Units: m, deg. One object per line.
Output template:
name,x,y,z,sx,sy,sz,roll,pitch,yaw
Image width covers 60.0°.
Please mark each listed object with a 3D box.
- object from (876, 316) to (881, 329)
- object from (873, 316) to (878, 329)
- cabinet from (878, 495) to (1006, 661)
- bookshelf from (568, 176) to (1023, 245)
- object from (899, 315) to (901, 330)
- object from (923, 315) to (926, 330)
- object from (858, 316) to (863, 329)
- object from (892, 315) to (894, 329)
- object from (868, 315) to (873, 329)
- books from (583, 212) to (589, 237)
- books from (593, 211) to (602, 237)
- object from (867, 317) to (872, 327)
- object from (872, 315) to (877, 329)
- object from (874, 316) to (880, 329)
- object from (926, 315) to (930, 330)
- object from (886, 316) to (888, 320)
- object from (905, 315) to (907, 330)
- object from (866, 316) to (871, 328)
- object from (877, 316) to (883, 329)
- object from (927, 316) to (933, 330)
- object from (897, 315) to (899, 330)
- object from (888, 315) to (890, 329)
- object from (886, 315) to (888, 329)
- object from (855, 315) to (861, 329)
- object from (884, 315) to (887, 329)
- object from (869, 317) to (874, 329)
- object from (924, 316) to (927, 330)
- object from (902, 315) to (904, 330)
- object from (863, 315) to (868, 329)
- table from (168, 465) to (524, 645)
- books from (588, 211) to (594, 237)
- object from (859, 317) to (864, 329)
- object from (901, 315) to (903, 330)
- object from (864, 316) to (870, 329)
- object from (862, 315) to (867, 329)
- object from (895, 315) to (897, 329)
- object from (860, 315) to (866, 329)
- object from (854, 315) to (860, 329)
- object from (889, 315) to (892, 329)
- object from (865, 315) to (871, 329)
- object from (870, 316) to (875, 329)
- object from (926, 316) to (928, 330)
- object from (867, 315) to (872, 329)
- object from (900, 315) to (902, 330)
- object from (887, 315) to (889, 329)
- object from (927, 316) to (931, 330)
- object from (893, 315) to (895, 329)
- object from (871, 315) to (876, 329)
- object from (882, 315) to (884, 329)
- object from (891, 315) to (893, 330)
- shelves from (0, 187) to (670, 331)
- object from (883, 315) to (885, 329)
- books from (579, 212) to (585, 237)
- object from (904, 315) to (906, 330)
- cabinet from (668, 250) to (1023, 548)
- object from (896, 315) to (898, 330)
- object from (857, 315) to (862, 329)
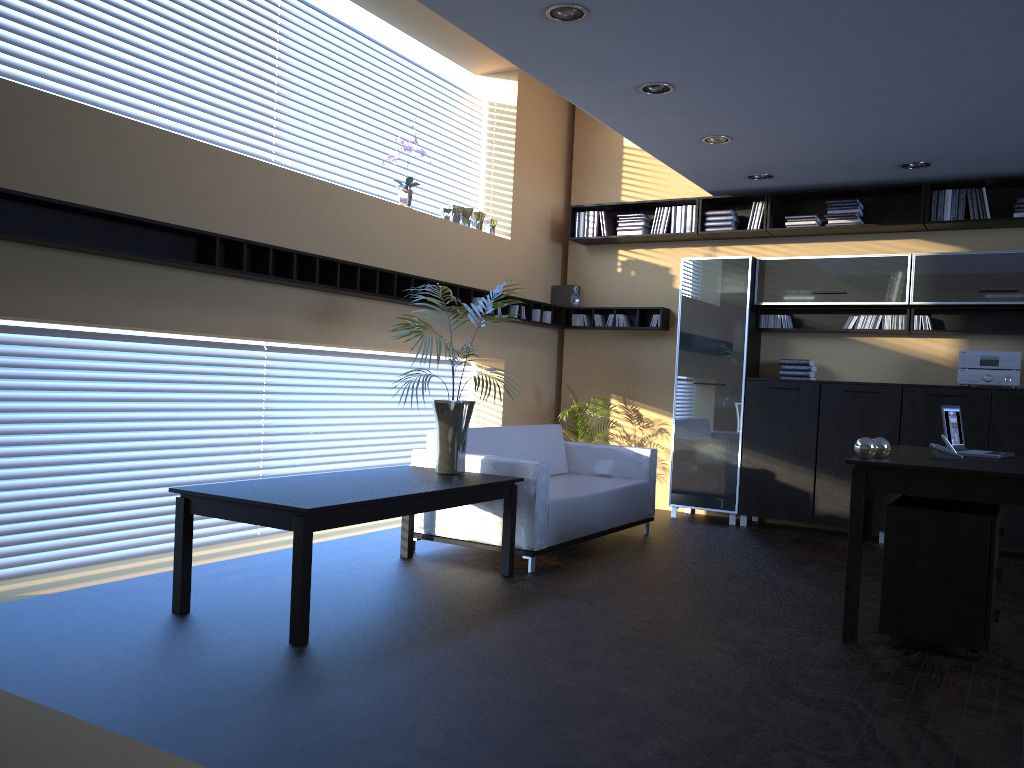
object,3.157,-0.525,7.616,0.036,0.116,0.140,4,1,30
object,3.141,-0.526,7.631,0.040,0.118,0.142,4,1,30
cabinet,2.153,0.943,4.410,0.500,0.680,0.634,3,1,30
bookshelf,2.868,-1.499,7.720,5.121,0.340,0.361,3,1,30
object,3.306,-0.517,7.541,0.009,0.120,0.142,4,1,30
object,3.466,-0.509,7.437,0.030,0.120,0.142,4,1,31
object,3.036,-0.531,7.688,0.036,0.116,0.140,4,1,30
object,3.256,-0.520,7.556,0.009,0.120,0.142,4,1,30
object,3.103,-0.527,7.645,0.040,0.118,0.142,4,1,30
books,0.785,-1.583,8.910,0.050,0.258,0.207,4,1,29
books,0.878,-1.578,8.865,0.050,0.258,0.207,4,1,30
object,3.097,-0.528,7.655,0.040,0.118,0.142,4,1,30
object,3.131,-0.526,7.632,0.040,0.118,0.142,4,1,30
object,3.150,-0.525,7.625,0.040,0.118,0.142,4,1,30
object,3.486,-0.508,7.430,0.030,0.120,0.142,4,1,31
object,3.219,-0.522,7.591,0.009,0.120,0.142,4,1,30
object,3.344,-0.516,7.506,0.009,0.120,0.142,4,1,30
object,3.087,-0.528,7.656,0.036,0.116,0.140,4,1,30
object,3.166,-0.524,7.613,0.040,0.118,0.142,4,1,30
object,3.499,-0.507,7.423,0.040,0.118,0.142,4,1,30
object,3.295,-0.518,7.543,0.009,0.120,0.142,4,1,30
object,3.230,-0.521,7.571,0.009,0.120,0.142,4,1,30
object,3.217,-0.522,7.588,0.006,0.118,0.140,4,1,31
object,3.018,-0.532,7.698,0.040,0.118,0.142,4,1,30
object,3.207,-0.522,7.592,0.009,0.120,0.142,4,1,30
object,3.113,-0.527,7.641,0.036,0.116,0.140,4,1,30
object,3.475,-0.509,7.432,0.030,0.120,0.142,4,1,31
object,3.329,-0.516,7.521,0.009,0.120,0.142,4,1,30
object,3.071,-0.529,7.670,0.040,0.118,0.142,4,1,30
table,-0.805,0.841,4.873,0.897,0.603,1.895,3,0,30
books,0.833,-1.581,8.891,0.050,0.258,0.207,4,1,31
object,3.046,-0.530,7.686,0.036,0.116,0.140,4,1,31
object,3.318,-0.517,7.522,0.009,0.120,0.142,4,1,31
object,3.081,-0.528,7.667,0.040,0.118,0.142,4,1,31
object,3.063,-0.529,7.676,0.036,0.116,0.140,4,1,30
object,3.274,-0.519,7.547,0.009,0.120,0.142,4,1,30
object,3.052,-0.530,7.677,0.040,0.118,0.142,4,1,30
object,3.009,-0.532,7.704,0.040,0.118,0.142,4,1,30
object,3.240,-0.521,7.569,0.009,0.120,0.142,4,1,30
object,3.089,-0.528,7.661,0.040,0.118,0.142,4,1,30
object,3.115,-0.527,7.645,0.040,0.118,0.142,4,1,30
object,3.485,-0.508,7.428,0.026,0.118,0.140,4,1,31
object,3.097,-0.528,7.653,0.036,0.116,0.140,4,1,30
object,3.309,-0.517,7.527,0.009,0.120,0.142,4,1,30
object,3.224,-0.522,7.579,0.006,0.118,0.140,4,1,30
object,3.498,-0.507,7.421,0.036,0.116,0.140,4,1,31
object,3.270,-0.519,7.560,0.009,0.120,0.142,4,1,30
object,3.126,-0.526,7.644,0.040,0.118,0.142,4,1,30
object,3.189,-0.523,7.600,0.009,0.120,0.142,4,1,30
object,3.251,-0.520,7.566,0.009,0.120,0.142,4,1,30
shelves,-0.665,-0.726,6.163,1.248,0.213,6.623,3,0,30
object,3.196,-0.523,7.593,0.009,0.120,0.142,4,1,30
books,0.745,-1.585,8.945,0.050,0.258,0.207,4,1,30
object,3.334,-0.516,7.509,0.009,0.120,0.142,4,1,30
cabinet,3.283,0.125,7.405,3.873,2.401,0.490,3,2,30
object,3.284,-0.519,7.543,0.009,0.120,0.142,4,1,30
object,3.029,-0.531,7.696,0.036,0.116,0.140,4,1,30
